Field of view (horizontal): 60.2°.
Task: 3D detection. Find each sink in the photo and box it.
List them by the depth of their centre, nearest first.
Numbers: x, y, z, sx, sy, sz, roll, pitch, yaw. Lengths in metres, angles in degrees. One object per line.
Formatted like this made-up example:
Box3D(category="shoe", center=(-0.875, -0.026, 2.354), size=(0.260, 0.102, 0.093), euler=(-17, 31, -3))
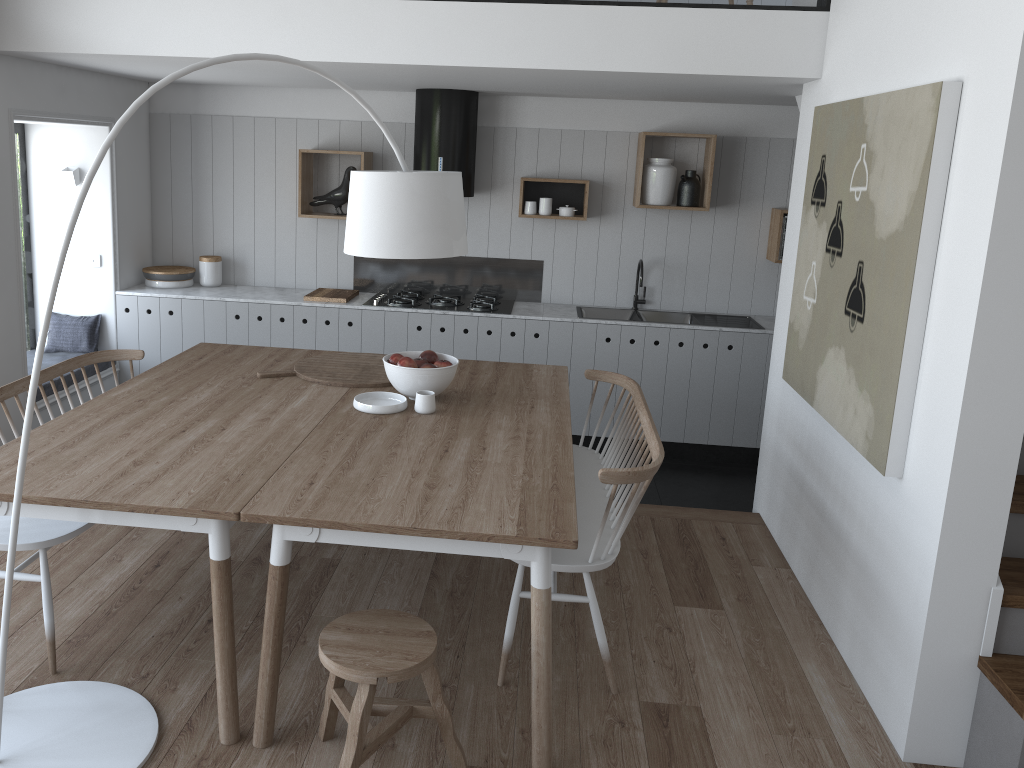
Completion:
Box3D(category="sink", center=(1.016, -0.363, 5.857), size=(1.182, 0.165, 0.455), euler=(4, 14, 5))

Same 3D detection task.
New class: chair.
Box3D(category="chair", center=(-0.320, 0.912, 2.450), size=(0.428, 0.445, 0.492), euler=(1, 13, -10))

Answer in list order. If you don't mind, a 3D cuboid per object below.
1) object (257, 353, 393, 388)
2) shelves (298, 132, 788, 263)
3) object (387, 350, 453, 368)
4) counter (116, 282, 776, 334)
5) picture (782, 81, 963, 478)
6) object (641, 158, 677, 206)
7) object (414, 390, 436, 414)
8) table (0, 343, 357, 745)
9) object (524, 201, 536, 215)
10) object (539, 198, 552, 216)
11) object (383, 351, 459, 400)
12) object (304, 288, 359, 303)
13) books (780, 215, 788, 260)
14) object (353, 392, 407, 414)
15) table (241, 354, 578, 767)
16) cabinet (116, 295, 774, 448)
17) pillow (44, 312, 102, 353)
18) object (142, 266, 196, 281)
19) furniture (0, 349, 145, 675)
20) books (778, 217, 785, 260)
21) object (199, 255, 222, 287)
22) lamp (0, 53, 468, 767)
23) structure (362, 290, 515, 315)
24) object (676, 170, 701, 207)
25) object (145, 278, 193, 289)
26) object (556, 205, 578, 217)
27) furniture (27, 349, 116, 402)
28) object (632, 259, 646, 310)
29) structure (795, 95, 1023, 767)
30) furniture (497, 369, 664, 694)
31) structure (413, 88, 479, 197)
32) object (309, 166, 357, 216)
Box3D(category="object", center=(-0.720, -0.061, 4.042), size=(0.612, 0.023, 0.667), euler=(9, 16, 25))
Box3D(category="shelves", center=(0.358, -1.293, 5.910), size=(3.592, 0.790, 0.301), euler=(4, 12, 5))
Box3D(category="object", center=(-0.378, -0.041, 3.648), size=(0.245, 0.166, 0.244), euler=(-7, 17, -34))
Box3D(category="counter", center=(0.408, -0.478, 5.930), size=(6.151, 0.020, 0.583), euler=(4, 14, 5))
Box3D(category="picture", center=(1.282, -0.454, 3.332), size=(0.060, 1.206, 1.307), euler=(4, 13, 2))
Box3D(category="object", center=(0.965, -1.335, 5.832), size=(0.224, 0.298, 0.235), euler=(-2, 14, -23))
Box3D(category="object", center=(-0.341, 0.072, 3.469), size=(0.084, 0.078, 0.083), euler=(4, 13, 4))
Box3D(category="table", center=(-1.197, 0.435, 3.563), size=(0.939, 0.742, 2.057), euler=(3, 14, 2))
Box3D(category="object", center=(0.123, -1.175, 5.903), size=(0.086, 0.087, 0.081), euler=(13, 17, 38))
Box3D(category="object", center=(0.224, -1.181, 5.891), size=(0.086, 0.114, 0.086), euler=(4, 13, 4))
Box3D(category="object", center=(-0.379, -0.021, 3.656), size=(0.315, 0.163, 0.318), euler=(3, 14, 1))
Box3D(category="object", center=(-1.235, -0.610, 6.069), size=(0.292, 0.030, 0.403), euler=(3, 14, 3))
Box3D(category="books", center=(1.773, -0.972, 5.838), size=(0.022, 0.283, 0.207), euler=(4, 13, 2))
Box3D(category="object", center=(-0.523, 0.075, 3.515), size=(0.211, 0.035, 0.220), euler=(-2, 15, -17))
Box3D(category="table", center=(-0.262, 0.497, 3.477), size=(0.939, 0.742, 2.057), euler=(3, 14, 2))
Box3D(category="cabinet", center=(0.374, -0.032, 5.730), size=(6.148, 0.740, 0.010), euler=(4, 12, 5))
Box3D(category="pillow", center=(-2.961, -0.332, 5.968), size=(0.404, 0.290, 0.182), euler=(4, 13, 5))
Box3D(category="object", center=(-2.430, -0.784, 6.266), size=(0.351, 0.065, 0.372), euler=(-8, 18, -35))
Box3D(category="furniture", center=(-1.702, 0.403, 3.479), size=(0.546, 0.802, 1.370), euler=(3, 14, 2))
Box3D(category="books", center=(1.755, -0.973, 5.848), size=(0.013, 0.278, 0.212), euler=(4, 13, 2))
Box3D(category="object", center=(-2.149, -0.802, 6.300), size=(0.151, 0.210, 0.159), euler=(-4, 14, -27))
Box3D(category="lamp", center=(-1.716, 0.321, 1.391), size=(0.896, 2.003, 5.131), euler=(9, 16, 27))
Box3D(category="structure", center=(-0.482, -0.572, 6.010), size=(0.987, 0.048, 0.558), euler=(4, 14, 4))
Box3D(category="object", center=(1.175, -1.290, 5.829), size=(0.159, 0.234, 0.154), euler=(3, 13, 1))
Box3D(category="object", center=(-2.434, -0.728, 6.278), size=(0.337, 0.054, 0.318), euler=(15, 19, 41))
Box3D(category="object", center=(0.368, -1.160, 5.909), size=(0.126, 0.072, 0.111), euler=(-2, 14, -17))
Box3D(category="furniture", center=(-3.016, -0.070, 5.552), size=(0.598, 0.114, 1.059), euler=(3, 14, 3))
Box3D(category="object", center=(0.876, -0.654, 5.953), size=(0.091, 0.371, 0.292), euler=(4, 13, 2))
Box3D(category="structure", center=(2.000, -0.205, 3.604), size=(1.059, 2.604, 3.631), euler=(4, 14, 2))
Box3D(category="furniture", center=(0.239, 0.484, 3.490), size=(0.546, 0.802, 1.370), euler=(3, 14, 2))
Box3D(category="structure", center=(-0.438, -1.688, 5.846), size=(0.404, 0.860, 0.429), euler=(-7, 16, -39))
Box3D(category="object", center=(-1.230, -1.334, 6.080), size=(0.336, 0.331, 0.140), euler=(4, 12, 6))
